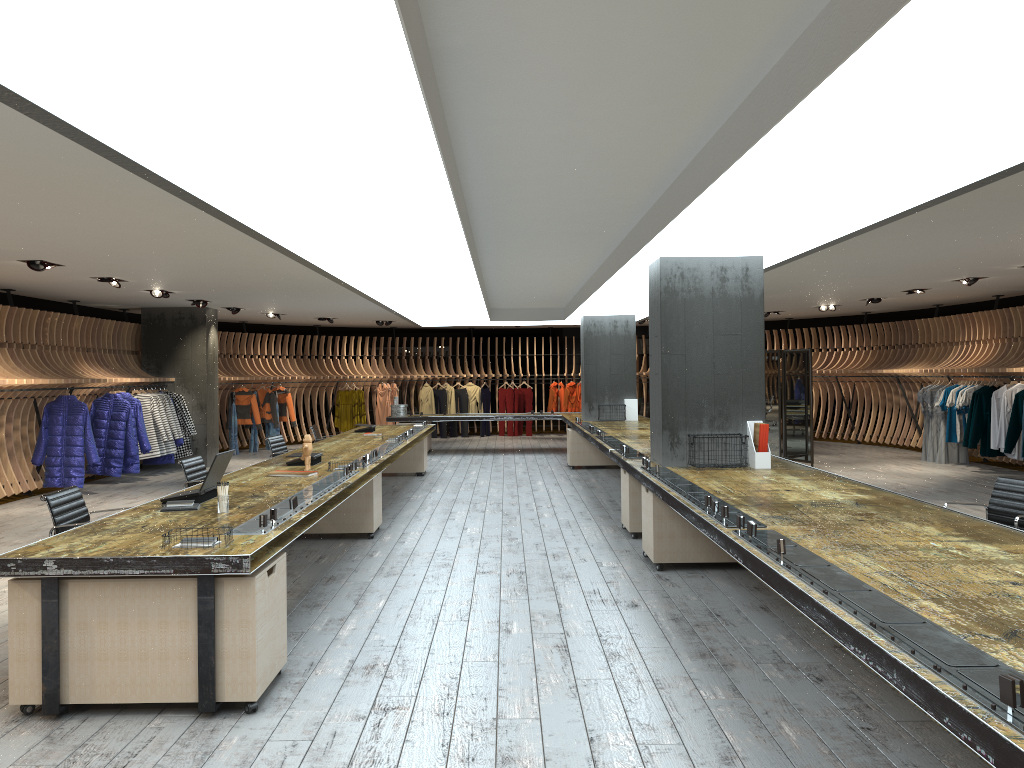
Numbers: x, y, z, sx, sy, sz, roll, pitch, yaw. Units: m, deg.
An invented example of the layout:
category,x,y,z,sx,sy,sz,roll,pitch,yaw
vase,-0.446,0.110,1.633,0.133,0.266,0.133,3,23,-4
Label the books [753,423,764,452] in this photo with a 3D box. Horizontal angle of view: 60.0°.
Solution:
category,x,y,z,sx,sy,sz,roll,pitch,yaw
books,2.067,0.514,7.461,0.048,0.368,0.215,-1,0,0

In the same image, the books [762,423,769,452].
category,x,y,z,sx,sy,sz,roll,pitch,yaw
books,2.111,0.514,7.462,0.048,0.368,0.215,-1,0,0

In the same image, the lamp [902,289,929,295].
category,x,y,z,sx,sy,sz,roll,pitch,yaw
lamp,6.248,-1.486,13.715,0.269,0.294,0.492,-1,0,0

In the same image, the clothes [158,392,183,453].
category,x,y,z,sx,sy,sz,roll,pitch,yaw
clothes,-5.787,0.663,14.607,0.752,1.062,0.128,-1,0,-2

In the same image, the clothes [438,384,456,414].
category,x,y,z,sx,sy,sz,roll,pitch,yaw
clothes,-1.617,0.440,21.961,0.704,0.890,0.250,-1,0,40

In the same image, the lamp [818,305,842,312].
category,x,y,z,sx,sy,sz,roll,pitch,yaw
lamp,6.014,-1.521,16.887,0.269,0.287,0.492,-1,0,-20

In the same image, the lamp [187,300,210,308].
category,x,y,z,sx,sy,sz,roll,pitch,yaw
lamp,-4.990,-1.363,14.135,0.269,0.292,0.492,-1,0,0

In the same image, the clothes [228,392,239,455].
category,x,y,z,sx,sy,sz,roll,pitch,yaw
clothes,-5.596,0.864,17.851,0.200,1.422,0.309,-1,0,-23

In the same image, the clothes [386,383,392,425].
category,x,y,z,sx,sy,sz,roll,pitch,yaw
clothes,-2.991,0.560,21.260,0.125,1.156,0.447,0,0,-31

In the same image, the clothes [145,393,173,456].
category,x,y,z,sx,sy,sz,roll,pitch,yaw
clothes,-5.784,0.668,14.166,0.752,1.062,0.128,-1,0,-2

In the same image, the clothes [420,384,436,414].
category,x,y,z,sx,sy,sz,roll,pitch,yaw
clothes,-2.101,0.448,21.749,0.250,0.890,0.704,0,0,-40

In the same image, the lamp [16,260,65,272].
category,x,y,z,sx,sy,sz,roll,pitch,yaw
lamp,-4.958,-1.312,9.350,0.269,0.292,0.492,-1,0,0

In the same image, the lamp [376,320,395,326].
category,x,y,z,sx,sy,sz,roll,pitch,yaw
lamp,-2.863,-1.445,19.885,0.493,0.297,0.269,-1,0,-40

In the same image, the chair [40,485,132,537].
category,x,y,z,sx,sy,sz,roll,pitch,yaw
chair,-2.537,1.085,5.541,0.667,0.859,0.693,-1,0,-14

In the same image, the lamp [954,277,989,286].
category,x,y,z,sx,sy,sz,roll,pitch,yaw
lamp,6.258,-1.474,12.120,0.269,0.286,0.492,-1,0,0

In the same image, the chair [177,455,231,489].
category,x,y,z,sx,sy,sz,roll,pitch,yaw
chair,-2.527,1.062,7.708,0.667,0.859,0.693,-1,0,-9

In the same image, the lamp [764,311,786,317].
category,x,y,z,sx,sy,sz,roll,pitch,yaw
lamp,5.384,-1.526,18.344,0.269,0.292,0.492,-1,0,-33

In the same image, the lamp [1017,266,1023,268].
category,x,y,z,sx,sy,sz,roll,pitch,yaw
lamp,6.269,-1.449,10.525,0.269,0.301,0.492,-1,0,0

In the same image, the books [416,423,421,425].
category,x,y,z,sx,sy,sz,roll,pitch,yaw
books,-1.463,0.642,14.195,0.155,0.025,0.110,-1,1,-5

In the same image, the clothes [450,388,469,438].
category,x,y,z,sx,sy,sz,roll,pitch,yaw
clothes,-1.321,0.762,22.041,0.539,1.353,0.087,-1,0,24

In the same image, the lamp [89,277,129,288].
category,x,y,z,sx,sy,sz,roll,pitch,yaw
lamp,-4.968,-1.328,10.945,0.269,0.294,0.492,-1,0,0

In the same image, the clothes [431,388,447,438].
category,x,y,z,sx,sy,sz,roll,pitch,yaw
clothes,-1.808,0.770,21.867,0.539,1.353,0.087,-1,0,34

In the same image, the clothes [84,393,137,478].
category,x,y,z,sx,sy,sz,roll,pitch,yaw
clothes,-6.012,0.758,13.108,0.880,1.260,0.242,-1,0,-4

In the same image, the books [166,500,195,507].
category,x,y,z,sx,sy,sz,roll,pitch,yaw
books,-2.050,0.733,5.446,0.186,0.027,0.112,-1,1,-15

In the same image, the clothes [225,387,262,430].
category,x,y,z,sx,sy,sz,roll,pitch,yaw
clothes,-5.521,0.507,18.165,0.839,0.881,0.201,-1,0,15

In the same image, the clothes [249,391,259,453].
category,x,y,z,sx,sy,sz,roll,pitch,yaw
clothes,-5.377,0.855,18.404,0.200,1.422,0.309,-1,0,-8

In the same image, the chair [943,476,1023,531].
category,x,y,z,sx,sy,sz,roll,pitch,yaw
chair,2.922,1.024,5.368,0.667,0.859,0.693,-1,0,-24

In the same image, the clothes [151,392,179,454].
category,x,y,z,sx,sy,sz,roll,pitch,yaw
clothes,-5.786,0.665,14.428,0.752,1.062,0.128,-1,0,-2

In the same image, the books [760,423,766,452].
category,x,y,z,sx,sy,sz,roll,pitch,yaw
books,2.089,0.514,7.462,0.048,0.368,0.215,-1,0,0

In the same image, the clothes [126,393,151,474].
category,x,y,z,sx,sy,sz,roll,pitch,yaw
clothes,-5.935,0.747,13.429,0.885,1.239,0.245,-1,0,-4

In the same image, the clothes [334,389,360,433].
category,x,y,z,sx,sy,sz,roll,pitch,yaw
clothes,-3.827,0.641,20.574,0.664,1.045,0.168,-1,0,31

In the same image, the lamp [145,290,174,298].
category,x,y,z,sx,sy,sz,roll,pitch,yaw
lamp,-4.979,-1.349,12.540,0.269,0.286,0.492,-1,0,0

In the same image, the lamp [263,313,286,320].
category,x,y,z,sx,sy,sz,roll,pitch,yaw
lamp,-4.632,-1.398,17.282,0.269,0.296,0.493,-1,0,19

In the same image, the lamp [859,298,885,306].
category,x,y,z,sx,sy,sz,roll,pitch,yaw
lamp,6.234,-1.505,15.310,0.269,0.291,0.492,-1,0,-5

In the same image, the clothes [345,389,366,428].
category,x,y,z,sx,sy,sz,roll,pitch,yaw
clothes,-3.696,0.638,20.702,0.664,1.045,0.168,-1,0,31

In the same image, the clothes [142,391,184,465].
category,x,y,z,sx,sy,sz,roll,pitch,yaw
clothes,-5.916,0.732,14.811,0.885,1.239,0.245,-1,0,-4

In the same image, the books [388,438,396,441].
category,x,y,z,sx,sy,sz,roll,pitch,yaw
books,-1.433,0.677,10.817,0.155,0.025,0.110,-1,1,-5

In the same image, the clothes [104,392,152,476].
category,x,y,z,sx,sy,sz,roll,pitch,yaw
clothes,-5.855,0.746,13.250,0.883,1.246,0.249,-1,0,-4

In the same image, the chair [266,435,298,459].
category,x,y,z,sx,sy,sz,roll,pitch,yaw
chair,-2.513,1.034,10.353,0.667,0.859,0.693,-1,0,-4

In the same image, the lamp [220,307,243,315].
category,x,y,z,sx,sy,sz,roll,pitch,yaw
lamp,-4.941,-1.380,15.727,0.269,0.292,0.492,-1,0,6

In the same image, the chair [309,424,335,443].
category,x,y,z,sx,sy,sz,roll,pitch,yaw
chair,-2.538,1.010,12.564,0.667,0.859,0.693,-1,0,-14

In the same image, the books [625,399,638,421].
category,x,y,z,sx,sy,sz,roll,pitch,yaw
books,2.016,0.439,14.958,0.215,0.368,0.073,-1,0,0

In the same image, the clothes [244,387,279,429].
category,x,y,z,sx,sy,sz,roll,pitch,yaw
clothes,-5.245,0.501,18.657,0.839,0.881,0.201,-1,0,20

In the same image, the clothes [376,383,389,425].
category,x,y,z,sx,sy,sz,roll,pitch,yaw
clothes,-3.088,0.562,21.193,0.447,1.156,0.125,-1,0,34

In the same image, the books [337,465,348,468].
category,x,y,z,sx,sy,sz,roll,pitch,yaw
books,-1.414,0.711,7.597,0.155,0.025,0.110,-1,1,-5

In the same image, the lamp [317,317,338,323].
category,x,y,z,sx,sy,sz,roll,pitch,yaw
lamp,-3.922,-1.423,18.700,0.269,0.293,0.493,-1,0,32

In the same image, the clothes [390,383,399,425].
category,x,y,z,sx,sy,sz,roll,pitch,yaw
clothes,-2.851,0.558,21.345,0.125,1.156,0.447,0,0,-36

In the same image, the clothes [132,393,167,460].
category,x,y,z,sx,sy,sz,roll,pitch,yaw
clothes,-5.782,0.670,13.930,0.752,1.062,0.128,-1,0,-2

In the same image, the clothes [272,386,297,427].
category,x,y,z,sx,sy,sz,roll,pitch,yaw
clothes,-5.011,0.490,19.184,0.839,0.881,0.201,-1,0,30

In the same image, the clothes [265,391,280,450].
category,x,y,z,sx,sy,sz,roll,pitch,yaw
clothes,-5.125,0.847,18.943,0.309,1.422,0.200,0,0,-28

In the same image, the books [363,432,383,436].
category,x,y,z,sx,sy,sz,roll,pitch,yaw
books,-1.873,0.676,11.991,0.213,0.026,0.366,-1,1,0

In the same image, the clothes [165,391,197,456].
category,x,y,z,sx,sy,sz,roll,pitch,yaw
clothes,-5.783,0.713,15.158,0.799,1.186,0.191,-1,0,0

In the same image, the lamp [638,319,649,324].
category,x,y,z,sx,sy,sz,roll,pitch,yaw
lamp,3.112,-1.524,20.519,0.492,0.292,0.269,0,0,32

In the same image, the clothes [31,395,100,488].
category,x,y,z,sx,sy,sz,roll,pitch,yaw
clothes,-5.924,0.765,11.716,0.885,1.239,0.245,-1,0,-4

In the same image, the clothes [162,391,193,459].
category,x,y,z,sx,sy,sz,roll,pitch,yaw
clothes,-5.772,0.715,14.970,0.807,1.187,0.192,-1,0,0

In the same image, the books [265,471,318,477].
category,x,y,z,sx,sy,sz,roll,pitch,yaw
books,-1.782,0.726,7.176,0.366,0.026,0.213,-1,1,10

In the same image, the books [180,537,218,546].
category,x,y,z,sx,sy,sz,roll,pitch,yaw
books,-1.490,0.748,4.223,0.155,0.025,0.110,-1,1,-5
